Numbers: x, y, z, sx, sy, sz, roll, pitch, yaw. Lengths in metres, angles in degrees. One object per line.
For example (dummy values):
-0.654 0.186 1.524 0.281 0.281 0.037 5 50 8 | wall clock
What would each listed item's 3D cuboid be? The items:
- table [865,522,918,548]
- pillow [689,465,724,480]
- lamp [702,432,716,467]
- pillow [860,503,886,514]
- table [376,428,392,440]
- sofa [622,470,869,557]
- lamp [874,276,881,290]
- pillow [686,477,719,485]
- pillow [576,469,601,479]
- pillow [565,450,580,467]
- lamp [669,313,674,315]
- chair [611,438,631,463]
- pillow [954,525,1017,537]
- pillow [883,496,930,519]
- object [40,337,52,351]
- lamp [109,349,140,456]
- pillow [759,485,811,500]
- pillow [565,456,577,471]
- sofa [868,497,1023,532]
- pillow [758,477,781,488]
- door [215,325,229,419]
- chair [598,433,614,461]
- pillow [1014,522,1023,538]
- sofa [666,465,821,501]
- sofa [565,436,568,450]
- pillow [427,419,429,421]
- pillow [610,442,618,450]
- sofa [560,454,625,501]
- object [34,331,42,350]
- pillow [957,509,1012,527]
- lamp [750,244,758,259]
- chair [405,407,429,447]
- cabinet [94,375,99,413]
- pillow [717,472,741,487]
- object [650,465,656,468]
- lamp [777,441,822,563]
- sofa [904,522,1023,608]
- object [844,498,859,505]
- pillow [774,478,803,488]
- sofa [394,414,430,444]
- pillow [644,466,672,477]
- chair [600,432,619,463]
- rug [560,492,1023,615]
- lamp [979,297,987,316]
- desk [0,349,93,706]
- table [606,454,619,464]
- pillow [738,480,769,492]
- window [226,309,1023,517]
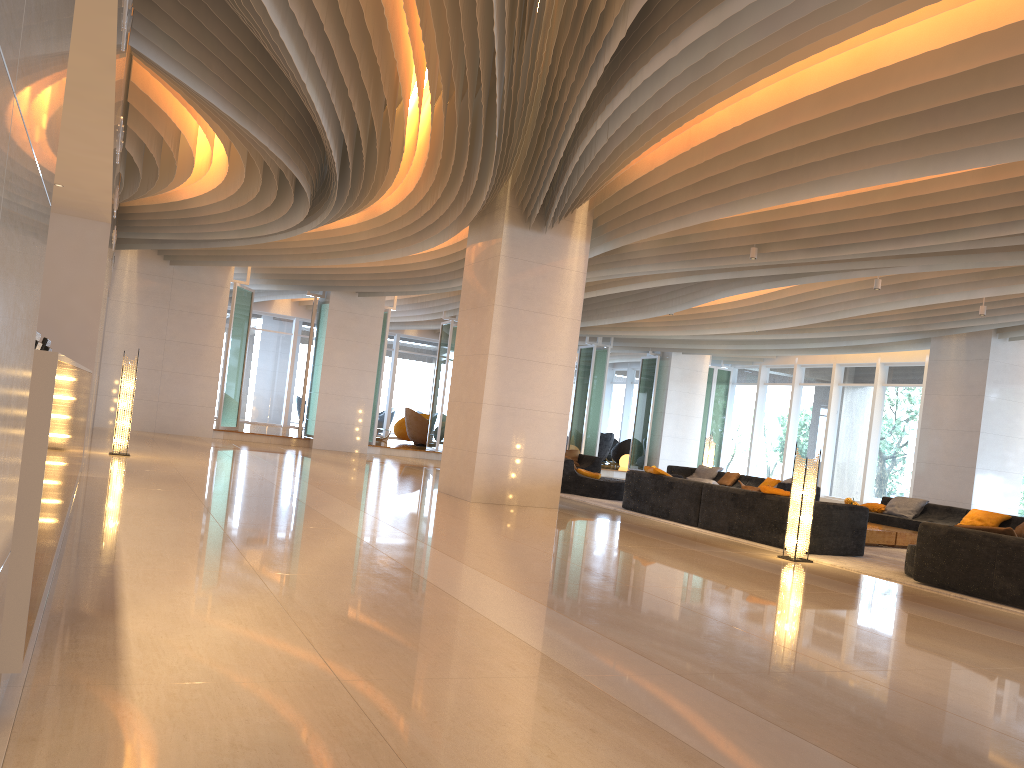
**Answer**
4.711 2.051 12.359 1.627 0.220 1.576 8 -3 -25 | table
4.159 1.940 19.138 0.626 0.377 0.559 5 -3 43 | pillow
4.476 1.801 20.244 0.254 1.450 0.246 7 0 -25 | lamp
5.974 2.055 14.677 0.441 0.192 0.597 6 -3 30 | pillow
-3.952 1.403 25.102 1.094 0.318 0.808 8 -3 -19 | table
2.786 1.588 11.393 0.957 0.582 3.719 8 -3 -25 | sofa
5.155 -2.061 12.308 0.087 1.506 0.091 7 0 38 | lamp
2.585 1.446 11.716 0.427 0.377 0.578 7 -2 -23 | pillow
1.300 1.512 14.945 0.408 0.136 0.419 6 -3 9 | pillow
1.163 1.589 19.297 0.640 0.377 0.546 7 -2 -3 | pillow
3.138 -2.073 16.989 0.088 1.506 0.090 7 0 20 | lamp
3.913 2.167 28.486 1.540 1.005 1.120 8 -2 -23 | chair
4.267 1.433 7.824 0.403 0.391 0.596 7 -2 -22 | pillow
6.290 2.017 14.257 0.469 0.416 0.654 8 -2 -25 | pillow
-4.053 -0.179 7.690 0.360 0.435 0.528 7 -2 -25 | object
-5.197 0.233 11.930 0.254 1.450 0.246 7 0 -25 | lamp
3.215 1.387 10.175 0.626 0.377 0.559 5 -3 43 | pillow
0.970 1.377 15.119 0.333 0.311 0.417 7 -2 -23 | pillow
6.405 2.123 13.438 1.374 0.582 4.077 8 -3 -26 | sofa
4.989 1.977 17.277 0.327 0.312 0.402 7 -2 -23 | pillow
-8.922 -0.400 25.871 1.483 2.771 0.059 7 0 -26 | door
2.513 1.945 27.392 1.114 1.005 1.549 6 -2 38 | chair
7.304 1.979 12.259 0.549 0.377 0.637 7 -2 -3 | pillow
4.543 2.120 17.922 0.957 0.582 3.719 8 -3 -25 | sofa
0.601 1.700 26.011 2.523 0.901 1.128 6 -2 24 | sofa
-2.261 1.070 23.727 0.482 0.454 0.608 8 -2 -44 | pillow
3.433 2.112 30.453 0.503 0.408 0.464 7 -1 2 | pillow
1.306 1.649 16.958 2.871 0.653 5.010 8 -3 -25 | sofa
-3.492 -0.172 6.463 0.360 0.435 0.528 7 -2 -25 | object
6.872 2.042 12.986 0.457 0.394 0.627 8 -2 -26 | pillow
3.171 -2.347 11.326 0.091 1.506 0.087 7 0 -34 | lamp
-2.377 1.194 24.036 1.150 1.005 1.501 7 -2 -17 | chair
-7.318 0.146 14.946 0.568 0.661 1.487 7 -2 -25 | cabinet
4.486 1.971 18.376 0.327 0.312 0.401 8 -2 -27 | pillow
2.700 1.746 17.174 0.235 0.377 0.267 7 -1 7 | object
2.942 1.192 8.993 0.254 1.198 0.246 7 0 -25 | lamp
4.543 1.635 7.985 1.377 0.576 2.218 8 -3 -25 | sofa
4.648 1.735 12.200 0.237 0.377 0.265 7 -1 -3 | object
5.217 1.954 16.824 0.549 0.377 0.637 7 -2 -3 | pillow
-2.265 1.368 26.249 2.613 0.901 1.089 9 -2 -36 | sofa
2.157 1.373 12.490 0.549 0.377 0.637 7 -2 -3 | pillow
3.087 2.158 30.323 1.532 1.005 1.126 7 -2 -13 | chair
4.566 2.162 12.650 5.602 0.022 15.970 8 -3 -25 | rug
7.130 -1.777 13.274 0.091 1.506 0.087 7 0 -34 | lamp
-3.095 0.358 5.256 0.912 1.049 6.567 7 -3 -24 | desk
3.530 2.513 29.418 1.094 0.318 0.808 8 -3 -19 | table
3.016 1.413 10.784 0.451 0.409 0.592 7 -2 -23 | pillow
7.784 0.875 16.339 53.499 3.220 22.561 5 -3 30 | window
